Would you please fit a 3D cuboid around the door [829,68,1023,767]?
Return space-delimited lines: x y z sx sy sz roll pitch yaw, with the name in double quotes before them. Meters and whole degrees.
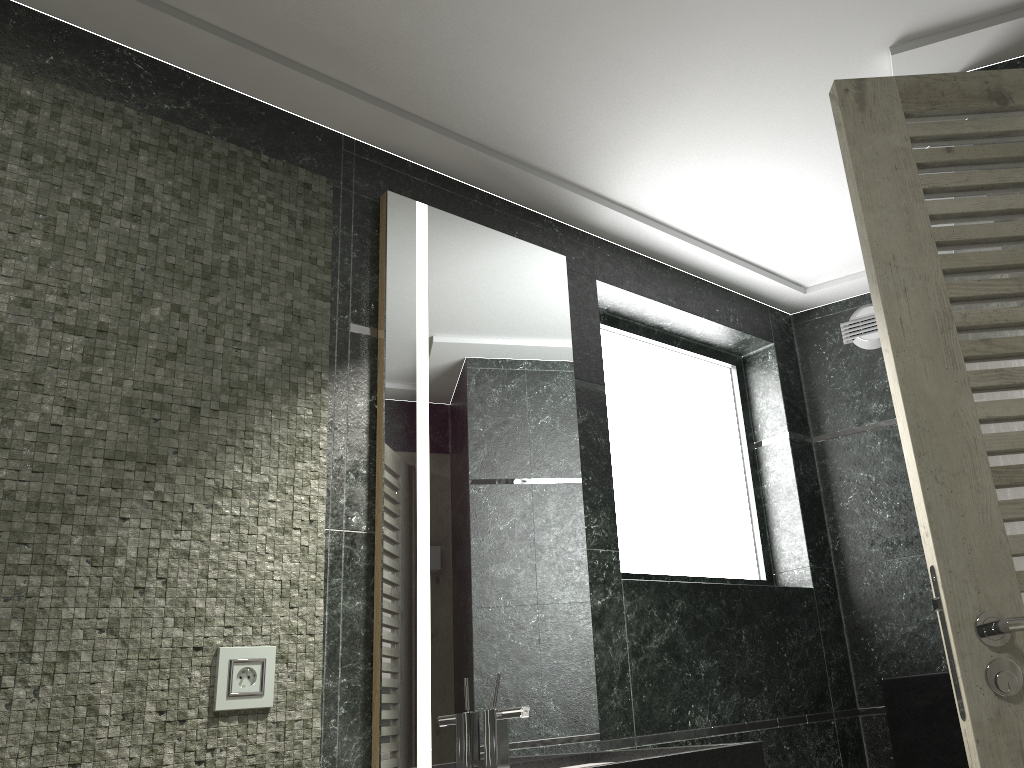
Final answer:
"door" 1.197 0.295 1.377 0.987 2.512 1.589 -16 -24 30

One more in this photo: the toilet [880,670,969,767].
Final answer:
"toilet" 1.399 1.487 2.648 0.469 1.174 1.148 -15 -24 29

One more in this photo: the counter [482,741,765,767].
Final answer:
"counter" -0.097 1.312 1.637 1.420 1.050 0.600 14 -27 -39

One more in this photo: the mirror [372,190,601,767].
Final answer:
"mirror" -0.069 0.238 2.513 0.727 1.574 0.039 15 -27 -39

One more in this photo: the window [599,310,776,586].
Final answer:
"window" 0.634 0.282 3.459 1.138 1.068 0.036 14 -26 -39

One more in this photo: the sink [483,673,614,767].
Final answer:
"sink" 0.088 0.861 2.015 0.774 0.407 0.505 13 -27 -39

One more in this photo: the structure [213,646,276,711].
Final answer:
"structure" -0.574 0.635 1.889 0.132 0.128 0.015 14 -26 -39

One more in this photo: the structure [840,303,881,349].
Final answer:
"structure" 1.583 -0.261 3.852 0.255 0.217 0.039 -15 -24 25
